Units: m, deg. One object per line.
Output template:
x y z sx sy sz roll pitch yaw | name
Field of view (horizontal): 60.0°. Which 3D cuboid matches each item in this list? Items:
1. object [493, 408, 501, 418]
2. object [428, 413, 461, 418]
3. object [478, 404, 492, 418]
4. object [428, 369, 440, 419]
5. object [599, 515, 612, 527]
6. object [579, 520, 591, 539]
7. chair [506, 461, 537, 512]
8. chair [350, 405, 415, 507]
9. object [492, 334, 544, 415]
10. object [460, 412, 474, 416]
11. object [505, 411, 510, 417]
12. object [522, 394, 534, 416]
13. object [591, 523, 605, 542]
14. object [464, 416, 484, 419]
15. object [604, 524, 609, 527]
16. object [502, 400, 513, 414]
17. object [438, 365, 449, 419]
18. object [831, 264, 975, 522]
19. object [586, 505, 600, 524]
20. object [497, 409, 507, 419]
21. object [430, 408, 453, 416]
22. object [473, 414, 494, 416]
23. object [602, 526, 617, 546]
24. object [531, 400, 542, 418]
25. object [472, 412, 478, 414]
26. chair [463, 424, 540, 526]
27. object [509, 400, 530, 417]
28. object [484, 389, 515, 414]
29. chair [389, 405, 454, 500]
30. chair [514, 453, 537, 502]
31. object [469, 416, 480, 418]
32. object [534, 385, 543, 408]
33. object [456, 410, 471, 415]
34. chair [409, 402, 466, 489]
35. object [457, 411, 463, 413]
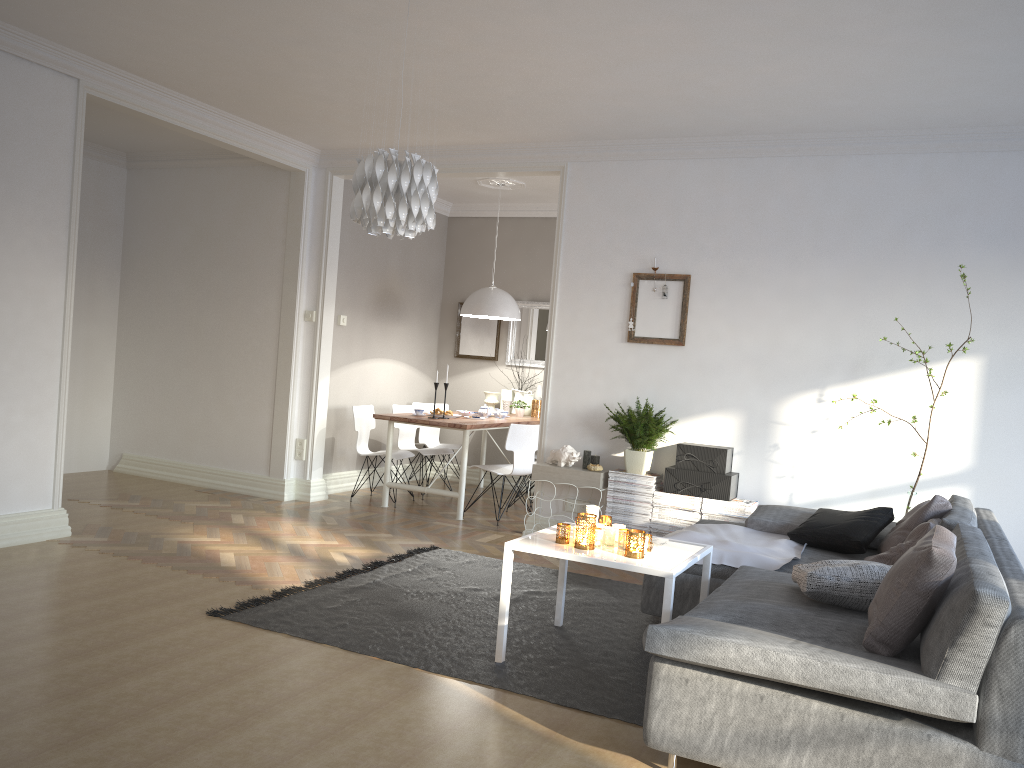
-0.129 0.256 7.841 0.072 0.086 0.086 4 2 -10 | object
-0.568 0.264 7.443 0.287 0.020 0.287 5 1 13 | object
-0.235 0.234 7.742 0.143 0.119 0.124 6 2 30 | object
-0.612 0.079 7.110 0.095 0.397 0.095 5 2 21 | object
0.425 0.643 4.045 0.060 0.079 0.060 5 2 19 | object
0.324 0.641 3.904 0.060 0.073 0.060 5 2 5 | object
0.288 0.700 7.449 0.479 0.786 0.431 6 2 30 | chair
-1.082 0.589 7.427 0.479 0.786 0.431 5 2 15 | chair
0.117 -0.088 8.473 0.698 0.781 0.352 5 2 7 | object
-0.387 0.264 7.635 0.129 0.038 0.129 5 2 25 | object
-0.075 0.271 7.999 0.116 0.056 0.116 5 2 -2 | object
0.153 0.202 8.456 0.114 0.209 0.112 6 2 25 | object
0.370 0.646 3.856 0.060 0.073 0.060 5 2 5 | object
-0.316 0.286 7.470 0.180 0.014 0.179 4 1 -10 | object
0.405 0.655 3.927 0.052 0.058 0.050 4 2 -5 | object
-0.048 0.224 8.508 0.094 0.132 0.097 4 2 -8 | object
-0.537 0.057 7.191 0.095 0.449 0.095 5 2 21 | object
2.130 0.147 4.900 0.776 1.675 0.339 4 2 -15 | object
0.350 0.571 3.877 0.060 0.073 0.060 6 3 41 | object
-0.085 0.262 7.751 0.090 0.086 0.090 4 2 -20 | object
-0.589 0.236 7.441 0.197 0.063 0.188 5 1 -5 | object
-0.292 0.273 7.983 0.287 0.020 0.287 5 1 -2 | object
0.416 0.651 3.792 0.060 0.073 0.060 4 2 -19 | object
0.232 0.233 8.376 0.095 0.163 0.095 4 2 -25 | object
-0.293 0.268 7.988 0.201 0.022 0.194 3 2 -45 | object
-0.052 0.683 6.994 0.432 0.786 0.478 3 3 -45 | chair
0.077 0.224 8.257 0.178 0.162 0.169 4 2 -24 | object
-0.134 0.165 8.636 0.310 0.228 0.172 4 2 -22 | object
-0.810 0.598 7.964 0.478 0.786 0.431 6 3 35 | chair
0.328 0.687 8.094 0.479 0.786 0.431 5 2 15 | chair
-0.314 0.283 7.458 0.100 0.025 0.066 5 1 2 | object
0.256 0.162 8.540 0.091 0.301 0.091 4 2 -21 | object
-0.428 0.257 7.798 0.129 0.038 0.129 5 2 30 | object
-0.712 0.592 8.545 0.432 0.786 0.478 3 2 -34 | chair
-0.417 0.247 7.597 0.130 0.027 0.028 4 2 -22 | object
